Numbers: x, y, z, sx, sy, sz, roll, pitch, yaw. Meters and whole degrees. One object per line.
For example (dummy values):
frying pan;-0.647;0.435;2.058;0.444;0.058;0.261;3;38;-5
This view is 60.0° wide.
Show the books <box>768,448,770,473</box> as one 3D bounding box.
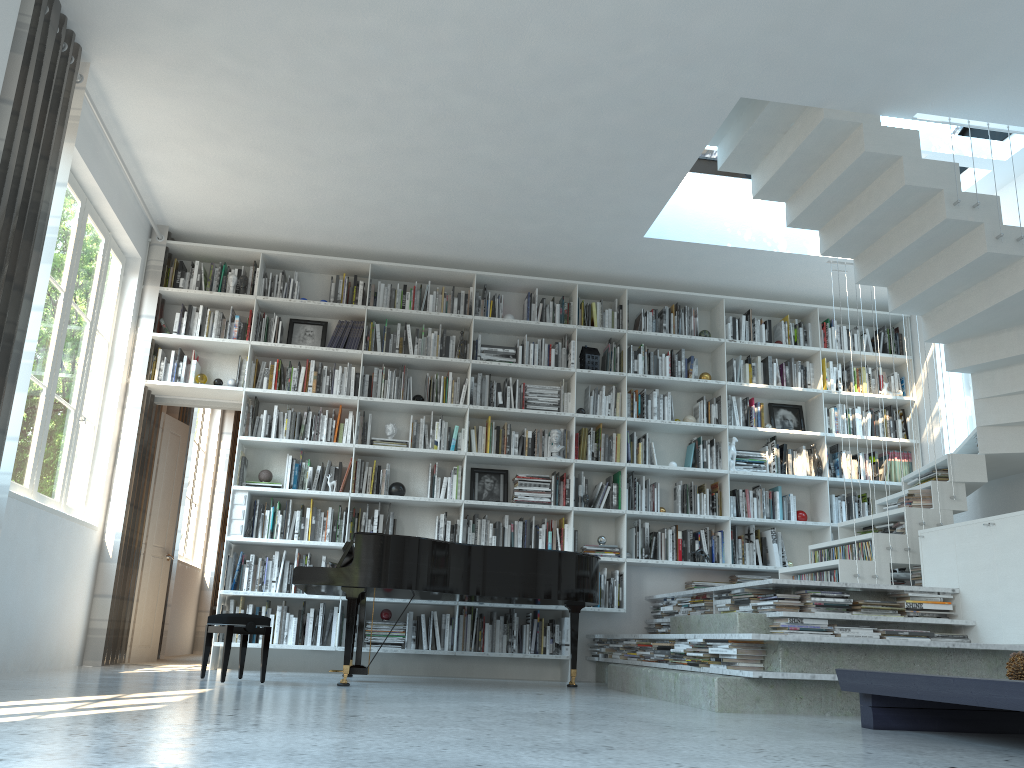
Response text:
books;2.091;0.661;7.339;0.023;0.246;0.138;5;-16;-8

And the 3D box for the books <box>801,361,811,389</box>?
books;2.500;-0.036;7.577;0.026;0.283;0.147;5;-16;-8

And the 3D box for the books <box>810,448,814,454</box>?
books;2.518;0.679;7.407;0.029;0.283;0.139;5;-16;-8

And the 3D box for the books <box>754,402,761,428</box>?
books;2.033;0.293;7.409;0.021;0.252;0.167;5;-16;-8

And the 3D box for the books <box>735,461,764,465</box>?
books;1.922;0.664;7.302;0.254;0.012;0.161;5;-16;-8

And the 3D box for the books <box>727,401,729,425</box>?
books;1.765;0.277;7.393;0.030;0.253;0.128;5;-16;-8

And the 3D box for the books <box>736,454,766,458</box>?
books;1.927;0.605;7.314;0.285;0.012;0.160;4;-16;-6

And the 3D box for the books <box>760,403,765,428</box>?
books;2.058;0.297;7.402;0.026;0.243;0.178;5;-16;-8

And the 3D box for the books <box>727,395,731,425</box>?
books;1.790;0.253;7.390;0.015;0.300;0.141;5;-16;-8

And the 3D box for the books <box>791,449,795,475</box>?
books;2.301;0.677;7.371;0.031;0.249;0.133;5;-16;-8

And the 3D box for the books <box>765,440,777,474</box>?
books;2.134;0.629;7.319;0.011;0.299;0.184;5;-16;-8

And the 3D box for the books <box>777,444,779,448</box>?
books;2.182;0.649;7.347;0.013;0.279;0.131;5;-16;-8

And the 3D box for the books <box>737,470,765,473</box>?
books;1.919;0.732;7.274;0.254;0.012;0.161;6;-17;-12

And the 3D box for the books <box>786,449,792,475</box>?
books;2.273;0.673;7.348;0.031;0.241;0.147;5;-16;-8

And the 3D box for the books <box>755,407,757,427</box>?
books;2.005;0.310;7.401;0.033;0.212;0.153;5;-16;-8

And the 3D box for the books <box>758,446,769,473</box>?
books;2.077;0.651;7.321;0.012;0.253;0.161;5;-16;-8

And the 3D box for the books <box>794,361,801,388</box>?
books;2.407;-0.042;7.549;0.036;0.271;0.177;5;-16;-8

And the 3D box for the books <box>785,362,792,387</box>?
books;2.329;-0.041;7.548;0.023;0.263;0.156;5;-16;-8

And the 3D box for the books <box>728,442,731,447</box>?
books;1.759;0.622;7.288;0.028;0.266;0.138;5;-16;-8

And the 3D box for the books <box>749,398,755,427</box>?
books;1.984;0.273;7.403;0.014;0.284;0.176;5;-16;-8

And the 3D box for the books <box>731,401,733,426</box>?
books;1.803;0.277;7.376;0.011;0.247;0.156;5;-16;-8

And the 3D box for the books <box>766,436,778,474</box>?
books;2.146;0.611;7.325;0.010;0.338;0.180;5;-16;-8

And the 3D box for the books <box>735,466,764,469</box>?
books;1.920;0.698;7.288;0.254;0.012;0.161;4;-16;-6

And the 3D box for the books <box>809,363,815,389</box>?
books;2.528;-0.026;7.576;0.031;0.264;0.170;5;-16;-8

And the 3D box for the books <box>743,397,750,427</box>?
books;1.938;0.268;7.399;0.012;0.286;0.177;5;-16;-8

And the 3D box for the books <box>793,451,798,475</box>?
books;2.330;0.686;7.372;0.028;0.234;0.129;5;-16;-8

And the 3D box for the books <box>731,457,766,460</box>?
books;1.926;0.628;7.308;0.285;0.012;0.160;4;-16;-6

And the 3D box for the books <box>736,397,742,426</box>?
books;1.882;0.269;7.404;0.012;0.284;0.160;5;-16;-8

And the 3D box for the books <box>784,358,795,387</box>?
books;2.354;-0.058;7.543;0.022;0.293;0.181;5;-16;-8

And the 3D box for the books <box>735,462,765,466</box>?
books;1.923;0.673;7.288;0.254;0.012;0.161;6;-17;-13

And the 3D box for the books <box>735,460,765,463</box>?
books;1.926;0.650;7.295;0.254;0.012;0.161;3;-16;-3

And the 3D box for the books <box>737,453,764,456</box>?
books;1.927;0.594;7.317;0.254;0.012;0.161;4;-16;-6

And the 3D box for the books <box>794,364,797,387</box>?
books;2.382;-0.030;7.551;0.011;0.248;0.152;5;-16;-8

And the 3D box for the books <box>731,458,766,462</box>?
books;1.926;0.639;7.302;0.285;0.012;0.160;6;-17;-11

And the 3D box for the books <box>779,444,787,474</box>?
books;2.220;0.648;7.340;0.059;0.281;0.167;5;-16;-8

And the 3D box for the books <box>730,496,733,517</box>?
books;1.747;1.010;7.166;0.023;0.186;0.160;5;-16;-8

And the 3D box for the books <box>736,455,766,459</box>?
books;1.927;0.615;7.304;0.285;0.012;0.160;6;-17;-13

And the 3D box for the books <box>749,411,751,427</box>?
books;1.951;0.283;7.411;0.020;0.266;0.152;5;-16;-8

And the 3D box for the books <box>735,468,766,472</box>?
books;1.920;0.719;7.274;0.285;0.012;0.160;3;-16;-3

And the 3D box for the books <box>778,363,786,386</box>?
books;2.270;-0.039;7.521;0.014;0.239;0.190;5;-16;-8

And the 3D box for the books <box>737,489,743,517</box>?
books;1.831;0.989;7.192;0.024;0.246;0.144;5;-16;-8

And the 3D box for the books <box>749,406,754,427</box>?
books;1.971;0.306;7.380;0.013;0.206;0.190;5;-16;-8

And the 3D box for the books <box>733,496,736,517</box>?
books;1.769;1.012;7.167;0.022;0.183;0.163;5;-16;-8

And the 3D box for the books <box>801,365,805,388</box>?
books;2.438;-0.023;7.556;0.030;0.240;0.162;5;-16;-8

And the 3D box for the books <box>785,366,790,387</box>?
books;2.304;-0.023;7.530;0.031;0.217;0.166;5;-16;-8

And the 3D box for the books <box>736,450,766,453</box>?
books;1.928;0.571;7.324;0.285;0.012;0.160;4;-16;-6

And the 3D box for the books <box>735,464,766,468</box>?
books;1.921;0.687;7.291;0.285;0.012;0.160;5;-16;-10

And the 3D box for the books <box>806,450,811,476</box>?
books;2.415;0.683;7.357;0.041;0.238;0.177;5;-16;-8

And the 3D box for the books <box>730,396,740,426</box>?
books;1.841;0.262;7.392;0.065;0.288;0.146;5;-16;-8

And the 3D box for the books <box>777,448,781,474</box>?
books;2.162;0.664;7.322;0.030;0.236;0.179;5;-16;-8

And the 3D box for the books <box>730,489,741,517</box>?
books;1.797;0.985;7.176;0.047;0.243;0.178;5;-16;-8

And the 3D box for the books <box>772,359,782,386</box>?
books;2.236;-0.056;7.545;0.048;0.282;0.163;5;-16;-8

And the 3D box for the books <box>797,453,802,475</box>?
books;2.357;0.697;7.366;0.025;0.212;0.156;5;-16;-8

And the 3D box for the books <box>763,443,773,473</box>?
books;2.119;0.643;7.341;0.012;0.284;0.160;5;-16;-8

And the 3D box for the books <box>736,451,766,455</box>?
books;1.928;0.582;7.321;0.285;0.012;0.160;5;-16;-10

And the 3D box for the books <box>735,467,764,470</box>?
books;1.920;0.709;7.280;0.254;0.012;0.161;4;-16;-4

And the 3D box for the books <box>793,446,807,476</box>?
books;2.385;0.665;7.354;0.021;0.270;0.192;5;-16;-8

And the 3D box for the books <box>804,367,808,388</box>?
books;2.475;-0.013;7.570;0.022;0.233;0.159;5;-16;-8

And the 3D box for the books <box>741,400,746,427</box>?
books;1.907;0.281;7.415;0.043;0.268;0.131;5;-16;-8

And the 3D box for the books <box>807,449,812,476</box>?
books;2.445;0.682;7.377;0.024;0.254;0.145;5;-16;-8
